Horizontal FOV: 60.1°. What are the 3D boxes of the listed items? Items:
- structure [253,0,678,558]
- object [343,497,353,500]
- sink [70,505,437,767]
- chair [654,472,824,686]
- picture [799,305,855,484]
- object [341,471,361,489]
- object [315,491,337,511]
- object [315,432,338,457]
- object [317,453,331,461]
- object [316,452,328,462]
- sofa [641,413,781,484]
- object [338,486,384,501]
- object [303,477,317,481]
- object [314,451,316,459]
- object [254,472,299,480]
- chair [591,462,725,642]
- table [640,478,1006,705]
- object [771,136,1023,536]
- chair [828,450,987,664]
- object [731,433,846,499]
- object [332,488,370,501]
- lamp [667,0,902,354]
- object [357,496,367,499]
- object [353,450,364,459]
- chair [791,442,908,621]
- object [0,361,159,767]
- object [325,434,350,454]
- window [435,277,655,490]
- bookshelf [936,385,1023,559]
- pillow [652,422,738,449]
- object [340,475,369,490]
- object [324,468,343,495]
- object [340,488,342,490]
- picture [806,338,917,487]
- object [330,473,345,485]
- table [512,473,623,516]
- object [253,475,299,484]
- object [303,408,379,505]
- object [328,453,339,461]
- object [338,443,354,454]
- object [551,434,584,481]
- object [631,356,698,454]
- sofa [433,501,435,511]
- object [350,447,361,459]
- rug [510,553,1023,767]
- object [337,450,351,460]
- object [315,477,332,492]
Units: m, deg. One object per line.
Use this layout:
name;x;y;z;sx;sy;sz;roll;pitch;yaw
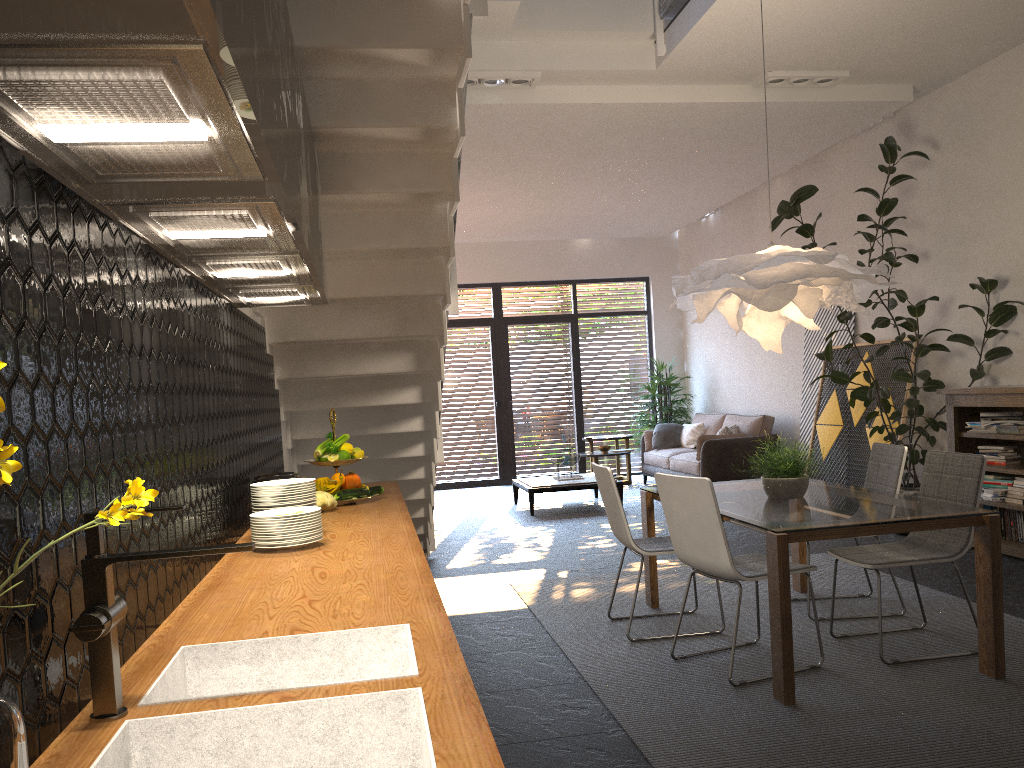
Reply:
structure;0.896;-2.852;3.311;4.231;8.326;8.452;-4;1;-9
object;-0.707;0.494;3.812;0.043;0.020;0.042;-3;0;43
sink;-0.391;0.402;1.354;0.489;0.450;0.723;-4;0;-9
chair;1.039;0.854;4.106;0.600;0.921;0.475;-4;2;-23
picture;3.161;0.221;8.953;0.207;2.023;0.956;-4;2;-9
object;-0.714;0.432;3.930;0.087;0.093;0.085;-3;1;-5
object;-0.825;0.488;3.669;0.189;0.083;0.197;-3;0;0
object;-0.815;0.265;3.927;0.067;0.101;0.210;-3;0;6
object;-0.805;0.331;3.895;0.100;0.062;0.075;-4;1;-27
object;-0.840;0.332;3.951;0.066;0.061;0.063;-3;1;-1
sofa;2.373;0.838;10.850;0.993;0.921;2.319;-4;0;-9
object;-0.691;0.488;3.960;0.239;0.048;0.061;-3;0;-28
object;-0.902;0.465;3.937;0.111;0.111;0.113;-4;1;-33
object;-0.857;0.311;3.991;0.079;0.069;0.059;-3;1;19
object;-0.919;0.444;3.482;0.172;0.185;0.172;-4;1;-32
chair;0.778;0.876;4.822;0.601;0.921;0.474;-4;2;-7
table;1.426;0.936;4.527;0.996;0.715;1.798;-3;0;-9
object;3.034;-0.375;7.058;0.906;3.206;2.012;-5;2;-32
chair;1.892;0.804;4.244;0.601;0.921;0.474;-4;2;-9
object;1.408;0.412;4.517;0.531;0.368;0.667;-4;0;-14
object;-0.711;0.479;3.867;0.054;0.044;0.216;-3;0;38
lamp;1.201;-2.752;4.374;1.118;5.224;1.059;-3;2;2
object;-0.663;0.500;3.917;0.042;0.014;0.043;-3;0;1
object;-0.681;0.316;3.946;0.045;0.041;0.047;-3;1;41
chair;1.867;0.813;4.984;0.601;0.921;0.474;-3;2;0
object;-0.445;0.212;0.554;0.257;0.543;0.426;-3;1;15
object;-0.762;0.265;3.904;0.056;0.082;0.180;-3;0;20
window;-0.168;-0.025;12.921;4.939;3.035;0.459;-3;3;-9
bookshelf;3.579;0.593;5.728;0.450;1.174;1.917;-4;0;-9
pillow;2.230;0.660;10.859;0.618;0.343;1.892;-3;0;-9
object;-0.706;0.443;3.962;0.154;0.077;0.078;-3;1;26
object;-0.763;0.423;3.824;0.125;0.120;0.061;-3;2;23
object;-0.793;0.486;4.023;0.088;0.057;0.085;-3;0;31
picture;3.164;0.426;8.191;0.386;1.608;1.496;-4;1;-9
object;-0.756;0.416;3.851;0.059;0.056;0.127;-4;0;-8
table;0.611;1.240;10.109;1.048;0.308;1.115;-3;0;-9
object;-0.874;0.440;3.305;0.172;0.185;0.171;-2;2;40
object;-0.786;0.320;3.944;0.351;0.426;0.351;-4;1;-15
object;-0.775;0.326;3.855;0.049;0.050;0.052;-3;1;9
object;-0.737;0.289;3.928;0.068;0.058;0.071;-4;1;-10
object;0.341;-1.182;5.754;0.365;4.482;8.894;-3;0;2
object;2.122;0.465;12.439;0.976;1.727;0.914;-5;3;-44
sofa;-1.481;1.061;10.229;0.993;0.921;2.319;-4;0;-9
object;-0.707;0.315;3.996;0.060;0.054;0.058;-3;1;25
rug;1.449;1.290;4.560;2.369;0.006;3.683;-3;-1;-9
object;-0.740;0.319;3.880;0.065;0.060;0.062;-4;1;-13
object;-0.827;0.449;3.897;0.088;0.079;0.088;-3;1;26
